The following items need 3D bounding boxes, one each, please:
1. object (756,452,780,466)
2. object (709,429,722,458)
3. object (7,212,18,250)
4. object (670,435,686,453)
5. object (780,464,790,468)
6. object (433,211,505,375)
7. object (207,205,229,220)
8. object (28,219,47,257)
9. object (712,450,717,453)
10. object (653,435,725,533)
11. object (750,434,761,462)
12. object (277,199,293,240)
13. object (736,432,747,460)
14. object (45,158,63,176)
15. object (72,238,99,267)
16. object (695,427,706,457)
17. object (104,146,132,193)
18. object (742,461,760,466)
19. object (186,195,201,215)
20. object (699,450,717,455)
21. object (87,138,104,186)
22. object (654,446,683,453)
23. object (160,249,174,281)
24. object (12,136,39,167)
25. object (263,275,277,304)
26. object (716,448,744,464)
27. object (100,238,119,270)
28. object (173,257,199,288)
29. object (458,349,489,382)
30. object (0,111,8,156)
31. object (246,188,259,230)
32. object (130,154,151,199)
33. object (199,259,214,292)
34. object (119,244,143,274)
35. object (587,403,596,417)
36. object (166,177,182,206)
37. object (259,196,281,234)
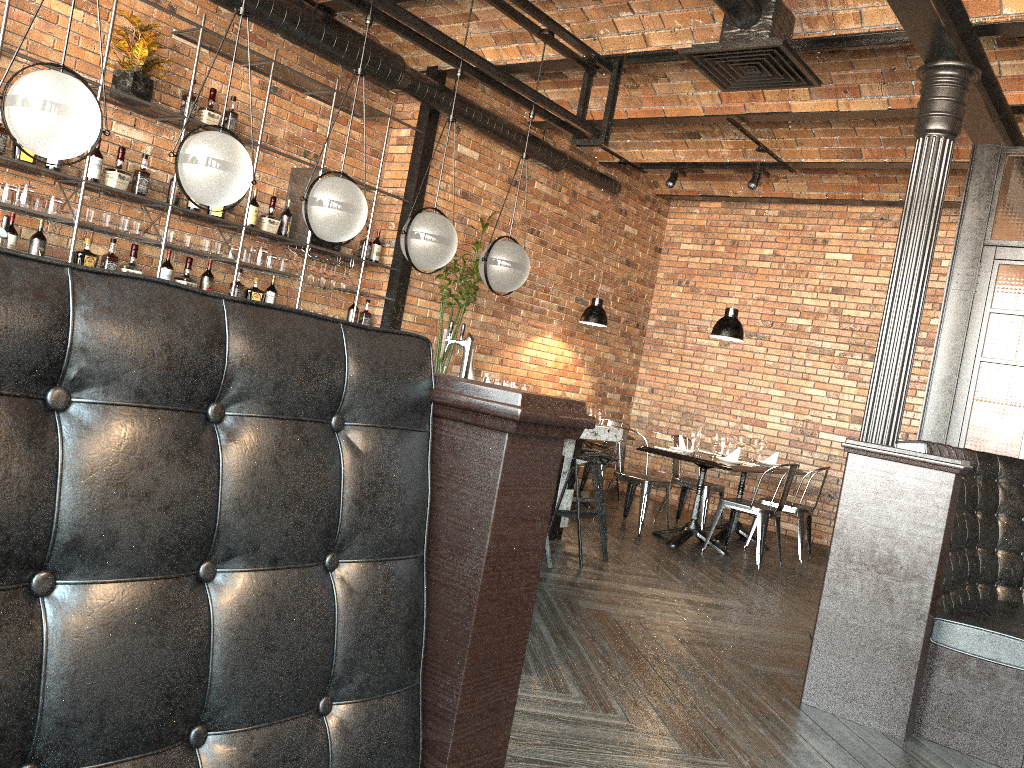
[{"bbox_3d":[2.360,0.677,8.122,0.232,0.139,0.232,11,1,31],"label":"object"},{"bbox_3d":[1.752,0.513,7.626,0.092,0.244,0.092,11,1,9],"label":"object"},{"bbox_3d":[-2.919,-0.850,5.145,0.086,0.298,0.086,10,1,-4],"label":"object"},{"bbox_3d":[1.491,0.524,7.702,0.232,0.139,0.232,11,1,32],"label":"object"},{"bbox_3d":[2.514,0.758,8.320,0.255,0.019,0.157,11,1,38],"label":"object"},{"bbox_3d":[-0.450,-0.696,7.378,0.584,1.546,0.673,10,1,-14],"label":"object"},{"bbox_3d":[-2.030,-1.255,6.127,0.151,0.248,0.094,10,1,-24],"label":"object"},{"bbox_3d":[-2.806,-0.830,5.248,0.086,0.297,0.086,10,1,-4],"label":"object"},{"bbox_3d":[2.018,0.610,8.397,0.232,0.139,0.232,11,1,32],"label":"object"},{"bbox_3d":[1.748,0.958,8.490,0.558,0.857,0.504,11,1,38],"label":"object"},{"bbox_3d":[2.279,0.600,8.321,0.092,0.244,0.092,11,1,9],"label":"object"},{"bbox_3d":[-1.678,-1.224,6.590,0.086,0.297,0.086,10,1,-4],"label":"object"},{"bbox_3d":[2.097,0.569,8.134,0.092,0.244,0.092,11,1,9],"label":"object"},{"bbox_3d":[-2.702,-1.391,5.258,0.086,0.298,0.086,10,1,-4],"label":"object"},{"bbox_3d":[-2.634,-0.776,5.476,0.094,0.248,0.151,11,1,27],"label":"object"},{"bbox_3d":[1.569,0.482,7.439,0.092,0.244,0.092,11,1,9],"label":"object"},{"bbox_3d":[-2.457,-1.341,5.539,0.123,0.279,0.123,11,1,26],"label":"object"},{"bbox_3d":[1.987,0.672,7.625,0.255,0.019,0.157,11,1,38],"label":"object"},{"bbox_3d":[-2.146,-1.302,6.020,0.086,0.298,0.086,10,1,-4],"label":"object"},{"bbox_3d":[1.875,0.642,8.221,0.255,0.019,0.157,11,1,38],"label":"object"},{"bbox_3d":[-2.556,-1.368,5.440,0.086,0.298,0.086,10,1,-4],"label":"object"},{"bbox_3d":[1.347,0.555,7.526,0.255,0.019,0.157,11,1,38],"label":"object"},{"bbox_3d":[-2.307,-0.749,5.913,0.086,0.298,0.086,10,1,-4],"label":"object"},{"bbox_3d":[-2.799,-1.381,5.113,0.094,0.248,0.151,11,1,41],"label":"object"},{"bbox_3d":[-1.794,-0.664,6.599,0.086,0.298,0.086,10,1,-4],"label":"object"},{"bbox_3d":[1.833,0.591,7.427,0.232,0.139,0.232,11,1,31],"label":"object"},{"bbox_3d":[-2.538,-0.778,5.598,0.083,0.282,0.083,11,1,38],"label":"object"},{"bbox_3d":[-2.207,-0.721,6.012,0.123,0.279,0.123,11,1,26],"label":"object"},{"bbox_3d":[-0.282,-0.073,7.149,0.316,0.397,0.319,10,1,-3],"label":"object"},{"bbox_3d":[-2.893,-1.415,4.986,0.083,0.282,0.083,11,1,23],"label":"object"},{"bbox_3d":[-1.860,-1.253,6.356,0.086,0.299,0.086,10,1,-4],"label":"object"},{"bbox_3d":[-2.370,-1.329,5.675,0.083,0.282,0.083,11,1,38],"label":"object"},{"bbox_3d":[-2.117,-0.718,6.157,0.086,0.299,0.086,10,1,-4],"label":"object"},{"bbox_3d":[-2.445,-0.760,5.699,0.123,0.279,0.123,10,1,-39],"label":"object"},{"bbox_3d":[0.771,0.316,8.738,0.092,0.244,0.092,11,1,43],"label":"object"},{"bbox_3d":[-2.223,-1.314,5.872,0.086,0.299,0.086,10,1,-4],"label":"object"},{"bbox_3d":[-1.758,-1.226,6.460,0.123,0.279,0.123,10,1,-44],"label":"object"}]
